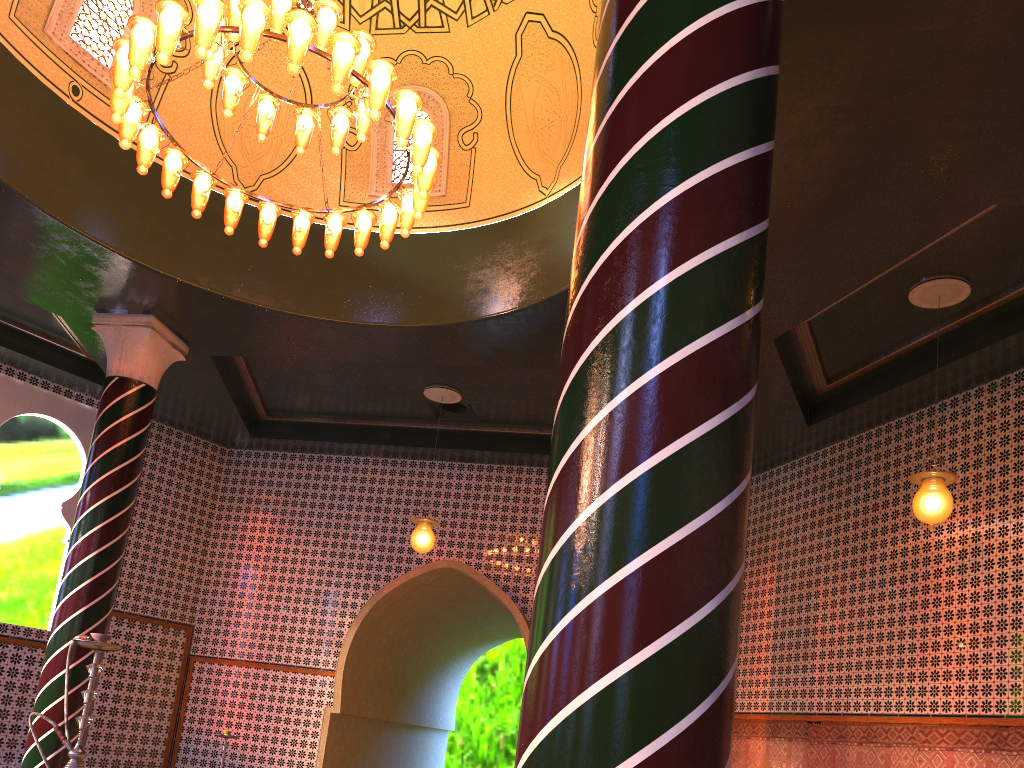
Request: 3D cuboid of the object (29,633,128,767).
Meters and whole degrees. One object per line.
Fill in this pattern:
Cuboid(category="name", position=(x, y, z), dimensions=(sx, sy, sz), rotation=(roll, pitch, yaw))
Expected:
Cuboid(category="object", position=(-2.576, 2.074, 5.035), dimensions=(0.462, 1.199, 0.315), rotation=(1, -13, 27))

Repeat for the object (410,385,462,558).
Cuboid(category="object", position=(-1.075, 1.205, 11.564), dimensions=(0.519, 2.219, 0.543), rotation=(7, -11, 0))

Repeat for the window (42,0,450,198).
Cuboid(category="window", position=(-1.656, -3.879, 6.944), dimensions=(5.861, 1.111, 5.737), rotation=(-15, -31, 43))

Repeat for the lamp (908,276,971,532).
Cuboid(category="lamp", position=(3.827, 0.212, 7.794), dimensions=(0.519, 2.219, 0.543), rotation=(7, -11, 0))

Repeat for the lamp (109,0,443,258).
Cuboid(category="lamp", position=(-1.551, -3.766, 7.043), dimensions=(2.462, 4.407, 2.608), rotation=(2, -15, 18))

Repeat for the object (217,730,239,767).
Cuboid(category="object", position=(-3.980, 4.987, 10.914), dimensions=(0.847, 1.209, 0.366), rotation=(12, -13, -18))
